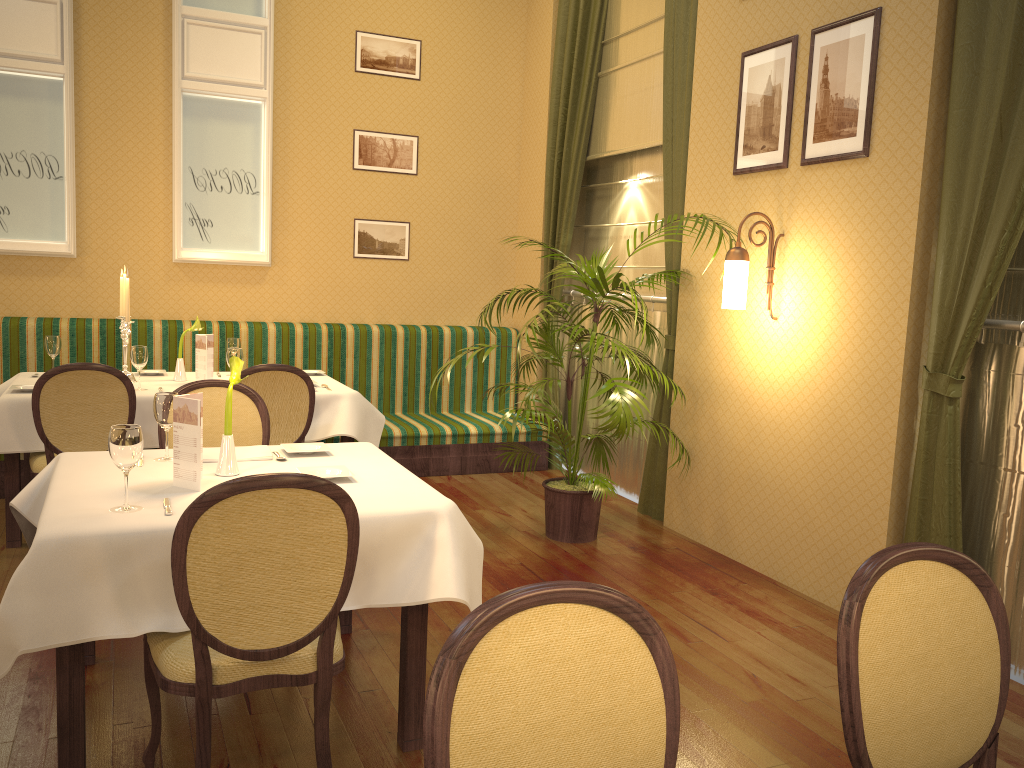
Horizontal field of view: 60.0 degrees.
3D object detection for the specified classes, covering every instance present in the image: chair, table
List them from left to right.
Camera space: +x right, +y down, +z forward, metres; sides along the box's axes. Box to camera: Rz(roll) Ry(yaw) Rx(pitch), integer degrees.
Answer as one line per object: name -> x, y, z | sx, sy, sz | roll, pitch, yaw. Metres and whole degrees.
chair -> -2.097, 0.342, 4.356 | 0.530, 0.955, 0.571 | 0, 7, -24
table -> -1.829, 0.367, 5.055 | 2.152, 0.759, 1.385 | 0, 7, -24
chair -> -1.137, 0.489, 3.489 | 0.530, 0.955, 0.571 | 0, 7, -24
table -> -0.864, 0.673, 2.860 | 1.395, 0.759, 1.389 | 0, 7, -22
chair -> -0.687, 0.646, 2.341 | 0.530, 0.955, 0.571 | 0, 7, -24
chair -> -1.312, 0.340, 4.665 | 0.530, 0.955, 0.571 | 0, 7, -24
chair -> 0.154, 0.820, 1.205 | 0.530, 0.955, 0.571 | 0, 7, -24
chair -> 0.861, 0.814, 1.516 | 0.530, 0.955, 0.571 | 0, 7, -24

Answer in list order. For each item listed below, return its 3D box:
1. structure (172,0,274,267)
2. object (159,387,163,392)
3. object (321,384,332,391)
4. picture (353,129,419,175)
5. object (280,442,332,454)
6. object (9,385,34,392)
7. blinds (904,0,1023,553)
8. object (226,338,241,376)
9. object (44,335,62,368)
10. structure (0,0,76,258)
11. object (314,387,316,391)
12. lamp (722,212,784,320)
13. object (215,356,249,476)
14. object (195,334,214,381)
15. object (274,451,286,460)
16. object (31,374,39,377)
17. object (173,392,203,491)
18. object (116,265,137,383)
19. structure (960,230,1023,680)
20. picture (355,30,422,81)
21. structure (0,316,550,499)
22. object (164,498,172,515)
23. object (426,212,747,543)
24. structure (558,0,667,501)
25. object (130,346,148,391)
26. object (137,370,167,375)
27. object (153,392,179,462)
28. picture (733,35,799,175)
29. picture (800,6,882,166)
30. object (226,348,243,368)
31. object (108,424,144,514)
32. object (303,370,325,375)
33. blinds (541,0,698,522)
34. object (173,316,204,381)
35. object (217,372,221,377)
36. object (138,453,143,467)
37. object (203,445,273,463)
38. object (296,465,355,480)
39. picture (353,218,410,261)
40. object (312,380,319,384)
structure -> -2.003, -2.335, 6.163 | 0.670, 2.985, 0.200 | 0, 7, -24
object -> -1.856, 0.026, 4.685 | 0.017, 0.010, 0.185 | 0, 7, -24
object -> -1.051, 0.019, 5.025 | 0.038, 0.015, 0.181 | 0, 7, -22
picture -> -0.950, -1.746, 6.690 | 0.504, 0.294, 0.008 | 0, 7, -24
object -> -0.754, 0.242, 3.241 | 0.160, 0.024, 0.160 | 0, 7, -24
object -> -2.413, 0.026, 4.428 | 0.160, 0.024, 0.160 | 0, 7, -24
blinds -> 2.078, -1.080, 2.695 | 0.129, 4.537, 1.878 | 0, 7, -24
object -> -1.704, -0.166, 5.423 | 0.088, 0.229, 0.088 | 6, 7, 24
object -> -2.603, -0.159, 5.032 | 0.088, 0.229, 0.088 | 6, 7, 24
structure -> -3.164, -2.326, 5.652 | 0.661, 2.985, 0.200 | 0, 7, -24
object -> -1.229, 0.025, 4.888 | 0.273, 0.024, 0.142 | 0, 7, -24
lamp -> 1.156, -0.570, 4.281 | 0.323, 0.513, 0.114 | -2, 8, -34
object -> -0.911, 0.100, 2.883 | 0.076, 0.375, 0.163 | 2, 7, -2
object -> -1.747, -0.141, 5.014 | 0.081, 0.277, 0.166 | 2, 7, -7
object -> -0.829, 0.253, 3.159 | 0.038, 0.015, 0.181 | 0, 7, -22
object -> -2.691, -0.053, 5.014 | 0.038, 0.015, 0.181 | 0, 7, -22
object -> -0.980, 0.173, 2.680 | 0.081, 0.277, 0.166 | 0, 7, -17
object -> -2.139, -0.333, 4.900 | 0.131, 0.655, 0.390 | 0, 7, -18
structure -> 2.184, -1.069, 2.750 | 0.134, 4.511, 1.900 | 0, 7, -24
picture -> -0.919, -2.445, 6.606 | 0.504, 0.294, 0.008 | 0, 7, -24
structure -> -6.514, 0.145, 4.062 | 14.516, 1.031, 0.850 | 0, 7, -24
object -> -0.951, 0.334, 2.448 | 0.017, 0.010, 0.185 | 0, 7, -24
object -> 0.424, -0.021, 4.810 | 1.552, 1.807, 1.496 | -4, 9, -43
structure -> 0.787, -1.512, 5.931 | 0.123, 4.511, 1.942 | 0, 7, -24
object -> -1.949, -0.083, 4.637 | 0.088, 0.229, 0.088 | 6, 7, 24
object -> -2.147, -0.065, 5.283 | 0.160, 0.024, 0.160 | 0, 7, -24
object -> -1.176, 0.146, 3.021 | 0.088, 0.229, 0.088 | 6, 7, 24
picture -> 1.255, -1.374, 4.423 | 0.022, 0.619, 0.412 | 0, 7, -24
picture -> 1.458, -1.310, 3.961 | 0.022, 0.619, 0.412 | 0, 7, -24
object -> -1.490, -0.077, 4.765 | 0.088, 0.229, 0.088 | 6, 7, 24
object -> -1.041, 0.227, 2.391 | 0.088, 0.229, 0.088 | 6, 7, 24
object -> -1.282, -0.069, 5.643 | 0.160, 0.024, 0.160 | 0, 7, -24
blinds -> 0.684, -1.524, 5.882 | 0.225, 4.537, 1.934 | -1, 8, -25
object -> -1.859, -0.206, 5.087 | 0.163, 0.375, 0.076 | -3, 9, -37
object -> -1.782, -0.056, 5.395 | 0.017, 0.010, 0.185 | 0, 7, -22
object -> -1.254, 0.256, 2.993 | 0.017, 0.010, 0.185 | 0, 7, -22
object -> -0.988, 0.245, 3.105 | 0.273, 0.033, 0.142 | 0, 7, -24
object -> -0.603, 0.294, 2.864 | 0.160, 0.024, 0.160 | 0, 7, -24
picture -> -0.992, -1.099, 6.762 | 0.437, 0.294, 0.008 | 0, 7, -24
object -> -1.208, -0.001, 5.101 | 0.160, 0.024, 0.160 | 0, 7, -24
